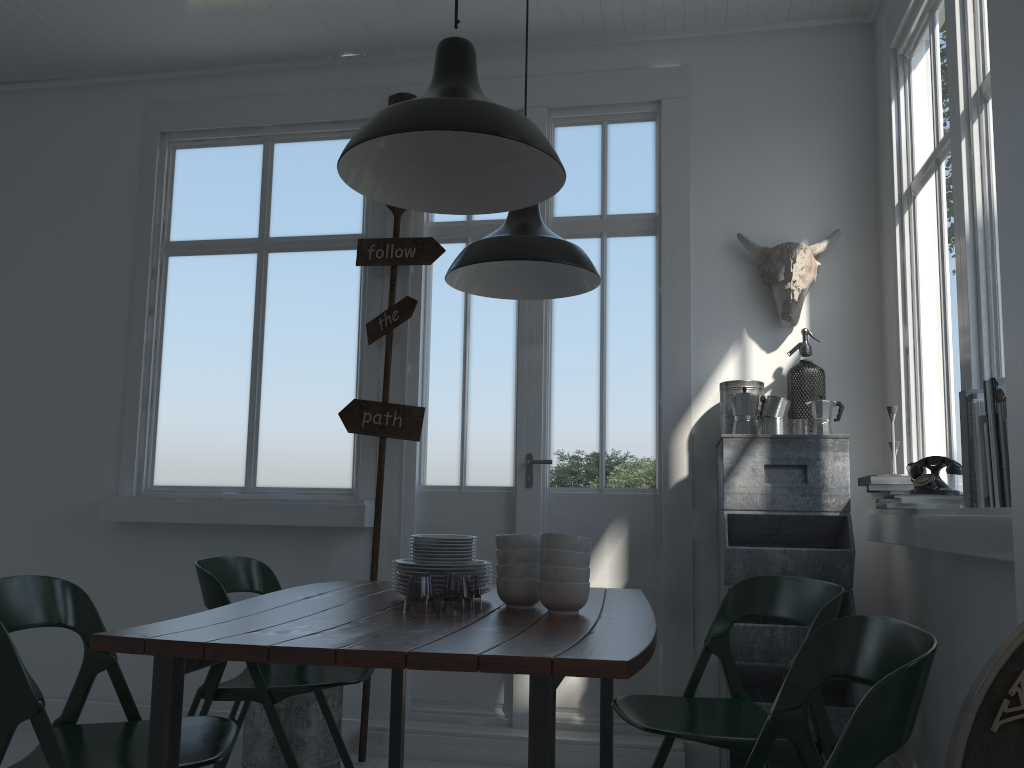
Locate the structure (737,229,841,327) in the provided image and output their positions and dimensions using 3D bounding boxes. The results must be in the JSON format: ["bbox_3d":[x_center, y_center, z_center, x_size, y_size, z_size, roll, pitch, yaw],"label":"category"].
[{"bbox_3d":[1.339,-0.520,4.272,0.491,0.469,0.189,-1,-7,13],"label":"structure"}]

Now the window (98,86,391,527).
[{"bbox_3d":[-1.420,-0.448,4.831,1.482,2.393,0.254,0,-7,11],"label":"window"}]

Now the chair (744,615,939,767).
[{"bbox_3d":[0.494,0.957,1.657,0.730,1.004,0.653,0,-7,11],"label":"chair"}]

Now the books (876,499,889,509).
[{"bbox_3d":[1.603,0.480,3.528,0.236,0.040,0.321,-1,-8,13],"label":"books"}]

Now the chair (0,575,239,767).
[{"bbox_3d":[-1.088,1.011,2.249,0.730,1.004,0.653,2,-7,-9],"label":"chair"}]

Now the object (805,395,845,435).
[{"bbox_3d":[1.360,0.146,3.869,0.162,0.196,0.102,5,-8,-30],"label":"object"}]

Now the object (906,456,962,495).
[{"bbox_3d":[1.539,0.336,3.241,0.171,0.145,0.204,-1,-8,14],"label":"object"}]

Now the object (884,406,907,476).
[{"bbox_3d":[1.575,0.237,3.663,0.095,0.288,0.095,-3,-8,29],"label":"object"}]

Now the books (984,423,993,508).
[{"bbox_3d":[1.358,0.222,2.404,0.122,0.239,0.054,0,-7,11],"label":"books"}]

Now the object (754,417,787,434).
[{"bbox_3d":[1.150,0.199,3.920,0.129,0.096,0.108,-5,-10,40],"label":"object"}]

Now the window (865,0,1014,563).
[{"bbox_3d":[1.515,-0.639,3.072,0.254,2.393,1.877,0,-7,11],"label":"window"}]

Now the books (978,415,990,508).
[{"bbox_3d":[1.368,0.216,2.435,0.137,0.261,0.057,0,-7,11],"label":"books"}]

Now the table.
[{"bbox_3d":[-0.196,1.078,2.450,1.171,0.927,1.699,0,-8,8],"label":"table"}]

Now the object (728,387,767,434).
[{"bbox_3d":[1.068,0.136,4.001,0.205,0.249,0.130,1,-7,2],"label":"object"}]

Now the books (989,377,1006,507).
[{"bbox_3d":[1.384,0.156,2.337,0.204,0.353,0.063,0,-7,11],"label":"books"}]

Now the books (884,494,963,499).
[{"bbox_3d":[1.499,0.411,3.211,0.250,0.014,0.311,-1,-8,17],"label":"books"}]

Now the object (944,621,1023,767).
[{"bbox_3d":[1.415,0.878,1.554,1.111,1.135,0.586,2,-7,-4],"label":"object"}]

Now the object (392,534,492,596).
[{"bbox_3d":[-0.210,0.555,2.671,0.300,0.194,0.306,8,-10,-43],"label":"object"}]

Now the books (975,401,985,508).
[{"bbox_3d":[1.407,0.200,2.470,0.194,0.304,0.040,0,-7,11],"label":"books"}]

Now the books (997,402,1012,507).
[{"bbox_3d":[1.364,0.187,2.303,0.166,0.282,0.061,0,-7,11],"label":"books"}]

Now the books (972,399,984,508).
[{"bbox_3d":[1.411,0.198,2.492,0.199,0.314,0.025,0,-7,11],"label":"books"}]

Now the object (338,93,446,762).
[{"bbox_3d":[-0.625,0.087,4.479,0.413,3.413,0.362,-5,-10,43],"label":"object"}]

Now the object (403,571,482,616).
[{"bbox_3d":[-0.180,0.564,2.394,0.172,0.098,0.242,-1,-8,14],"label":"object"}]

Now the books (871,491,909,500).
[{"bbox_3d":[1.597,0.447,3.544,0.236,0.028,0.300,0,-8,9],"label":"books"}]

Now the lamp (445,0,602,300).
[{"bbox_3d":[0.060,-1.166,3.779,0.650,1.496,0.651,6,-9,-34],"label":"lamp"}]

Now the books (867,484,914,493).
[{"bbox_3d":[1.561,0.418,3.544,0.262,0.028,0.321,-2,-9,20],"label":"books"}]

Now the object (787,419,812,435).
[{"bbox_3d":[1.289,0.208,3.968,0.108,0.096,0.130,5,-9,-29],"label":"object"}]

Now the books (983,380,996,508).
[{"bbox_3d":[1.389,0.163,2.391,0.194,0.354,0.050,0,-7,11],"label":"books"}]

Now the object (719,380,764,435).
[{"bbox_3d":[1.085,0.137,4.182,0.205,0.289,0.206,-1,-7,13],"label":"object"}]

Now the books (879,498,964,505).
[{"bbox_3d":[1.491,0.427,3.214,0.232,0.017,0.308,0,-8,9],"label":"books"}]

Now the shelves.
[{"bbox_3d":[1.156,0.994,3.808,0.513,1.512,0.680,0,-7,11],"label":"shelves"}]

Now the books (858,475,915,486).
[{"bbox_3d":[1.539,0.391,3.563,0.236,0.035,0.297,-1,-8,13],"label":"books"}]

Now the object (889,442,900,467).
[{"bbox_3d":[1.637,0.392,3.788,0.095,0.288,0.095,-3,-8,29],"label":"object"}]

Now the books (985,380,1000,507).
[{"bbox_3d":[1.388,0.161,2.367,0.194,0.352,0.070,0,-7,11],"label":"books"}]

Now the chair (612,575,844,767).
[{"bbox_3d":[0.695,1.113,2.737,0.730,1.004,0.653,2,-7,-9],"label":"chair"}]

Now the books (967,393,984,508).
[{"bbox_3d":[1.411,0.193,2.525,0.187,0.332,0.060,0,-7,11],"label":"books"}]

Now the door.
[{"bbox_3d":[0.088,0.083,4.475,1.610,3.473,0.254,0,-7,11],"label":"door"}]

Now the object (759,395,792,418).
[{"bbox_3d":[1.171,0.109,3.924,0.129,0.126,0.109,1,-7,2],"label":"object"}]

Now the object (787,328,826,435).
[{"bbox_3d":[1.380,0.008,4.160,0.172,0.550,0.172,-4,-9,35],"label":"object"}]

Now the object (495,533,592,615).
[{"bbox_3d":[0.083,0.522,2.476,0.309,0.216,0.150,-6,-10,43],"label":"object"}]

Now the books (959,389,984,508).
[{"bbox_3d":[1.425,0.193,2.587,0.194,0.350,0.065,0,-7,11],"label":"books"}]

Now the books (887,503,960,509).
[{"bbox_3d":[1.489,0.443,3.207,0.232,0.017,0.314,-3,-9,25],"label":"books"}]

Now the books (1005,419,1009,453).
[{"bbox_3d":[1.357,0.203,2.266,0.148,0.239,0.058,0,-7,11],"label":"books"}]

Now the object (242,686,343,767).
[{"bbox_3d":[-0.993,1.398,4.070,0.450,0.723,0.451,2,-7,-9],"label":"object"}]

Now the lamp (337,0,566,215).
[{"bbox_3d":[-0.156,-1.332,2.628,0.650,1.496,0.651,0,-7,7],"label":"lamp"}]

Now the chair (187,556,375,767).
[{"bbox_3d":[-0.892,1.161,3.298,0.730,1.004,0.653,1,-7,1],"label":"chair"}]
